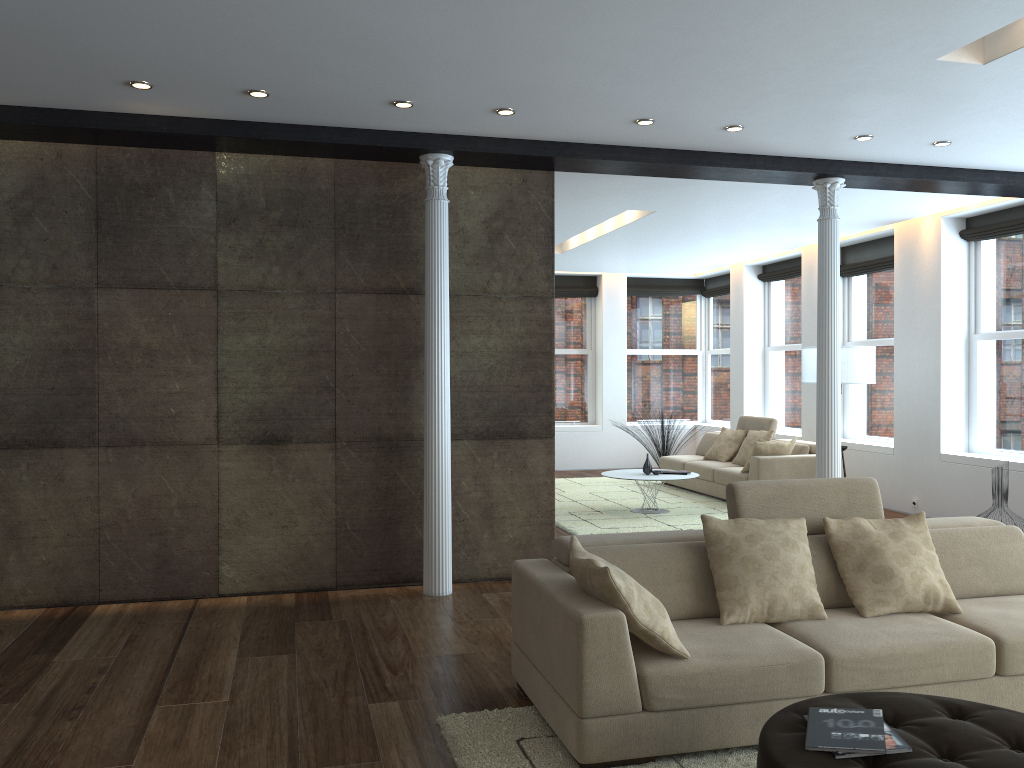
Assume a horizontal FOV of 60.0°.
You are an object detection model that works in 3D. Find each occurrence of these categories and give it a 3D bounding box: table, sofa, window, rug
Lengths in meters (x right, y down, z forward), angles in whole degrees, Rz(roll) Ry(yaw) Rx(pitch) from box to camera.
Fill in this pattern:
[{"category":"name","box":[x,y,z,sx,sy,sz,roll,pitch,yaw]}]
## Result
[{"category":"table","box":[1.451,1.145,9.334,1.022,0.393,1.022,0,1,30]},{"category":"sofa","box":[1.362,0.934,3.962,2.581,0.950,1.021,0,1,-14]},{"category":"window","box":[4.723,-0.435,8.134,0.123,2.400,1.391,0,1,-14]},{"category":"window","box":[0.615,-0.479,13.758,1.420,2.400,0.123,0,1,-14]},{"category":"rug","box":[1.512,1.341,10.336,2.972,0.020,4.231,0,1,-14]},{"category":"window","box":[3.776,-0.468,11.879,0.123,2.400,1.444,0,1,-14]},{"category":"window","box":[2.407,-0.486,14.203,1.474,2.400,0.123,0,1,-14]},{"category":"sofa","box":[2.743,0.871,10.624,1.018,0.950,2.581,0,1,-14]},{"category":"window","box":[4.216,-0.453,10.139,0.123,2.400,1.345,0,1,-14]},{"category":"rug","box":[2.103,1.408,2.797,4.231,0.020,2.972,0,1,-14]},{"category":"window","box":[7.797,0.048,21.123,34.761,17.917,13.698,0,1,-14]}]

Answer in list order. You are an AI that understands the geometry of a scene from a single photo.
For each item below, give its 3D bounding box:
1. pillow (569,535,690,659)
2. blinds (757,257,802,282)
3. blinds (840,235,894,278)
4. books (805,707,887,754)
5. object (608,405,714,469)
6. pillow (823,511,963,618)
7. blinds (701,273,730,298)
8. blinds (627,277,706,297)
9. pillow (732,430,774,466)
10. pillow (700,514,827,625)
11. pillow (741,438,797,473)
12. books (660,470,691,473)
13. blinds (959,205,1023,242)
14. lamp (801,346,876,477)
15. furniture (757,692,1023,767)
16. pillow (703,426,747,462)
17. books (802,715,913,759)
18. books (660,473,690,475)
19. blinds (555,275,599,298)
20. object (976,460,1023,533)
[{"category":"pillow","box":[0.434,0.832,3.495,0.395,0.393,0.518,0,1,-11]},{"category":"blinds","box":[3.714,-1.541,11.852,0.156,0.275,1.442,0,1,-14]},{"category":"blinds","box":[4.154,-1.467,10.115,0.156,0.393,1.342,0,1,-14]},{"category":"books","box":[1.003,1.039,2.671,0.220,0.040,0.301,0,1,21]},{"category":"object","box":[2.093,0.807,12.328,1.119,1.014,1.125,0,1,-28]},{"category":"pillow","box":[1.721,0.813,4.052,0.519,0.416,0.368,0,1,-10]},{"category":"blinds","box":[3.269,-1.530,13.613,0.156,0.327,1.377,0,1,-14]},{"category":"blinds","box":[2.412,-1.541,14.106,1.442,0.312,0.155,0,1,-14]},{"category":"pillow","box":[2.817,0.744,10.379,0.301,0.439,0.534,0,1,-18]},{"category":"pillow","box":[1.113,0.805,3.912,0.534,0.439,0.301,0,1,-11]},{"category":"pillow","box":[2.773,0.773,9.584,0.518,0.393,0.395,0,1,-18]},{"category":"books","box":[1.730,0.932,9.409,0.300,0.010,0.220,0,1,1]},{"category":"blinds","box":[4.661,-1.509,8.110,0.156,0.275,1.396,0,1,-14]},{"category":"lamp","box":[3.262,0.493,8.874,0.698,1.728,0.698,0,1,10]},{"category":"furniture","box":[1.253,1.225,2.557,1.057,0.355,1.057,0,1,-12]},{"category":"pillow","box":[2.651,0.749,10.981,0.368,0.416,0.519,0,1,-19]},{"category":"books","box":[1.028,1.047,2.663,0.219,0.031,0.300,0,1,1]},{"category":"books","box":[1.721,0.942,9.386,0.300,0.010,0.220,0,1,21]},{"category":"blinds","box":[0.636,-1.508,13.657,1.422,0.363,0.156,0,1,-14]},{"category":"object","box":[3.847,0.987,6.990,0.458,0.781,0.458,0,1,-15]}]
